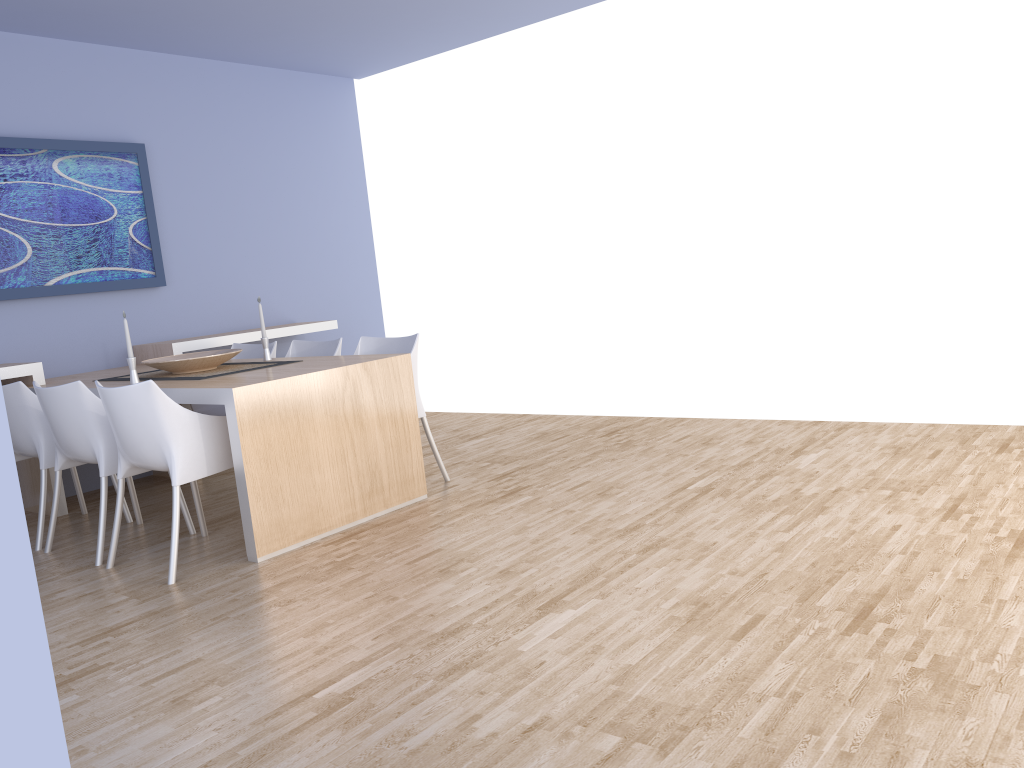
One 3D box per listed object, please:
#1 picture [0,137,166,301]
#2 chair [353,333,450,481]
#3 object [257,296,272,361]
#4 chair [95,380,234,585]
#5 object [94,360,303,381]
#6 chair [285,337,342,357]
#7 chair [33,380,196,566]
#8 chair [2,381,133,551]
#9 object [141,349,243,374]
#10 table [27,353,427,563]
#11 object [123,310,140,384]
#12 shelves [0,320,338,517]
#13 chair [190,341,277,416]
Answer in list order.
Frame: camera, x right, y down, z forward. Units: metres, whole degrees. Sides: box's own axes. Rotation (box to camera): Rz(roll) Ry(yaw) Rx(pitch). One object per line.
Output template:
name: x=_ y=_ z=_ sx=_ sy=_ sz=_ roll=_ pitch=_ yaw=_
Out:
picture: x=-2.681 y=-0.974 z=5.202 sx=0.049 sy=0.901 sz=1.252 roll=0 pitch=9 yaw=38
chair: x=-0.710 y=0.158 z=4.609 sx=0.510 sy=0.793 sz=0.486 roll=0 pitch=9 yaw=38
object: x=-1.339 y=-0.300 z=4.770 sx=0.045 sy=0.349 sz=0.045 roll=0 pitch=9 yaw=38
chair: x=-1.413 y=0.347 z=3.723 sx=0.510 sy=0.793 sz=0.486 roll=0 pitch=9 yaw=39
object: x=-1.624 y=-0.066 z=4.554 sx=0.986 sy=0.005 sz=0.594 roll=0 pitch=9 yaw=38
chair: x=-1.176 y=0.160 z=4.980 sx=0.510 sy=0.793 sz=0.486 roll=0 pitch=9 yaw=39
chair: x=-1.863 y=0.349 z=4.081 sx=0.510 sy=0.793 sz=0.486 roll=0 pitch=9 yaw=39
chair: x=-2.312 y=0.350 z=4.438 sx=0.510 sy=0.793 sz=0.486 roll=0 pitch=9 yaw=39
object: x=-1.632 y=-0.107 z=4.547 sx=0.493 sy=0.081 sz=0.493 roll=-11 pitch=9 yaw=-32
table: x=-1.675 y=0.291 z=4.660 sx=2.340 sy=0.718 sz=1.002 roll=0 pitch=9 yaw=38
object: x=-1.805 y=-0.175 z=4.184 sx=0.045 sy=0.349 sz=0.045 roll=-7 pitch=7 yaw=-9
shelves: x=-2.584 y=0.279 z=5.027 sx=0.463 sy=0.840 sz=3.901 roll=0 pitch=9 yaw=38
chair: x=-1.636 y=0.161 z=5.345 sx=0.510 sy=0.793 sz=0.486 roll=0 pitch=9 yaw=39
